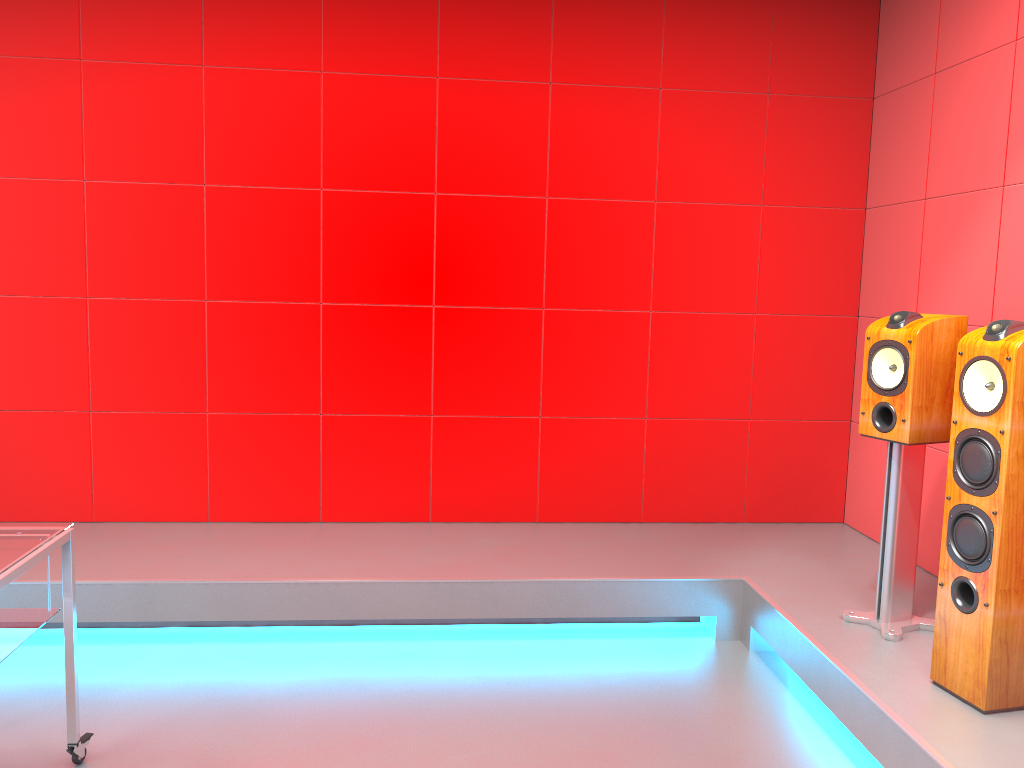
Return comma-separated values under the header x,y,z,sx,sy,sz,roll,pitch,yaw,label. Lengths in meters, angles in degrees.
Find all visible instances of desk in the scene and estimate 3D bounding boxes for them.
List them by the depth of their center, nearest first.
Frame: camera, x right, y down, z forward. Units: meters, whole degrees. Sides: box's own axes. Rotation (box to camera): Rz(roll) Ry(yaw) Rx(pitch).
x,y,z,sx,sy,sz,roll,pitch,yaw,label
-1.393,0.797,1.661,0.594,0.690,1.617,1,6,-6,desk

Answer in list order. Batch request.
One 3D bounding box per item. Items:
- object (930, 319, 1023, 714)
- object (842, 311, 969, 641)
x,y,z,sx,sy,sz,roll,pitch,yaw,label
1.353,0.350,2.434,0.238,1.052,0.203,0,7,-15,object
1.304,0.288,2.945,0.265,1.058,0.231,-2,7,-25,object
